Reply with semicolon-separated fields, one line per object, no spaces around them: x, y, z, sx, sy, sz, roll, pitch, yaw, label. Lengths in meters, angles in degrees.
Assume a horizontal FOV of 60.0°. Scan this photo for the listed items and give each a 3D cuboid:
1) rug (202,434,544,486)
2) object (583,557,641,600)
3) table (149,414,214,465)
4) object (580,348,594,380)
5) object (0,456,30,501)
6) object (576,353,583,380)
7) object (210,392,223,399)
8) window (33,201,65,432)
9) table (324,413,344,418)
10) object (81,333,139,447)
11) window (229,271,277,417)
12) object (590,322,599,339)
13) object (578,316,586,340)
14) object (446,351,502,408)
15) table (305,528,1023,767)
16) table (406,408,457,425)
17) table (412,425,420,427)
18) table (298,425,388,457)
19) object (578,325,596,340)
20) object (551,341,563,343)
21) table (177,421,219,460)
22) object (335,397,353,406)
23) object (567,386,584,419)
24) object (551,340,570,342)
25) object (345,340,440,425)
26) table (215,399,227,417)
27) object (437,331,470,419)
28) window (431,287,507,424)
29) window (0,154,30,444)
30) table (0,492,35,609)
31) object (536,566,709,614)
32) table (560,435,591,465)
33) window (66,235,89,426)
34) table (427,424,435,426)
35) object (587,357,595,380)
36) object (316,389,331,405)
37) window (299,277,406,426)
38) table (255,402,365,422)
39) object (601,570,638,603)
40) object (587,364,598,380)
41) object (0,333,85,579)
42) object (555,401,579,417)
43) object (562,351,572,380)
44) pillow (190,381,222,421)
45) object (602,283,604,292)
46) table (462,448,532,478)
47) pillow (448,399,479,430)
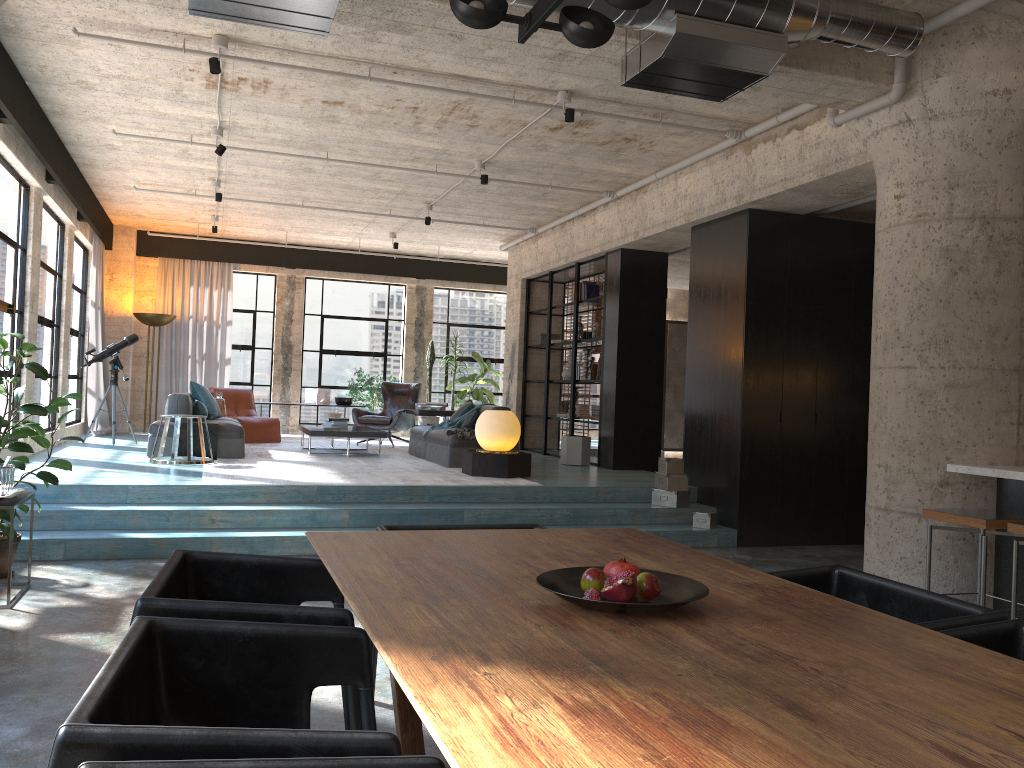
-2.346;0.852;11.282;2.954;0.032;7.768;3;-1;-19;rug
0.262;0.498;2.268;0.100;0.097;0.219;2;-1;25;object
-3.328;0.553;8.972;0.620;0.472;0.620;2;-1;-16;table
1.018;-0.260;12.043;0.191;0.447;0.192;2;-1;29;object
-2.997;0.523;5.093;0.327;0.253;0.546;3;-1;-19;object
0.938;-0.234;12.366;0.062;0.395;0.121;2;-1;-16;object
-3.963;0.148;11.771;0.206;0.096;0.287;2;-1;21;object
-5.289;-0.703;10.062;0.081;2.530;1.780;3;-1;-19;window
-2.913;0.675;14.489;0.331;0.394;0.331;2;-1;21;table
-4.949;0.053;10.922;0.617;1.406;0.595;3;-1;-17;object
-4.883;-0.629;14.743;1.780;2.530;0.081;3;-1;-19;window
1.098;-0.689;11.958;0.131;0.280;0.252;2;-1;-11;object
0.936;-0.746;12.338;0.180;0.394;0.178;3;-1;-25;object
-0.667;0.213;15.548;0.921;1.543;0.817;2;-1;41;object
0.251;0.929;2.210;1.299;0.756;2.410;3;-1;-19;table
-0.997;0.644;12.248;0.800;0.570;0.800;3;-1;-19;table
-1.200;0.743;12.168;0.365;0.340;0.316;2;-1;41;table
-2.141;0.705;11.047;0.900;0.309;1.500;3;-1;-19;table
0.993;-0.661;11.504;0.200;0.200;0.409;2;-1;-9;object
0.669;-0.577;12.507;0.179;0.034;0.243;3;-1;-41;object
-3.376;0.605;9.505;0.420;0.390;0.413;3;-1;-19;table
-2.775;0.286;14.643;0.307;0.129;0.307;2;-1;21;object
0.833;0.251;11.744;0.218;0.433;0.218;3;-1;-27;object
0.680;-0.606;12.505;0.166;0.024;0.227;3;-1;-40;object
-2.034;0.071;15.176;1.641;1.708;0.971;3;-1;-43;object
-4.014;0.496;11.798;0.549;0.603;0.549;3;-1;-39;table
-1.016;0.031;15.043;0.523;1.863;0.629;2;-1;40;object
-0.636;-0.441;16.186;1.780;2.530;0.081;3;-1;-19;window
-4.567;-0.701;7.938;0.081;2.530;1.780;3;-1;-19;window
-3.030;0.929;5.035;0.450;0.563;0.600;3;-1;-19;table
0.278;0.512;2.249;0.435;0.079;0.435;2;-1;18;object
0.775;0.804;10.790;0.365;0.340;0.316;2;-1;11;table
-6.012;-0.706;12.187;0.081;2.530;1.780;3;-1;-19;window
-0.874;0.732;11.666;0.420;0.390;0.413;3;-1;-19;table
1.014;-0.197;11.401;0.099;0.301;0.099;3;-1;-24;object
-3.052;0.207;14.387;0.214;0.259;0.154;3;-1;-19;object
-2.759;-0.535;15.465;1.780;2.530;0.081;3;-1;-19;window
-3.389;0.589;14.431;2.004;0.530;0.715;3;-1;-20;table
0.267;0.503;2.195;0.088;0.082;0.110;2;-1;21;object
1.098;-0.149;11.863;0.189;0.230;0.190;2;-1;26;object
-3.216;0.444;5.638;0.886;1.552;0.514;3;-1;-32;object
0.809;0.361;12.727;0.284;0.231;0.335;3;-1;-19;object
0.846;-0.253;12.655;0.265;0.432;0.265;2;-1;25;object
-3.714;0.197;10.629;0.349;0.466;1.042;2;-1;-8;pillow
1.356;-1.165;11.188;0.430;0.217;0.434;2;-1;-16;object
-0.209;0.799;9.085;0.616;0.230;1.044;3;-1;-19;table
-0.603;0.380;10.739;0.320;0.393;0.670;2;-1;-13;pillow
